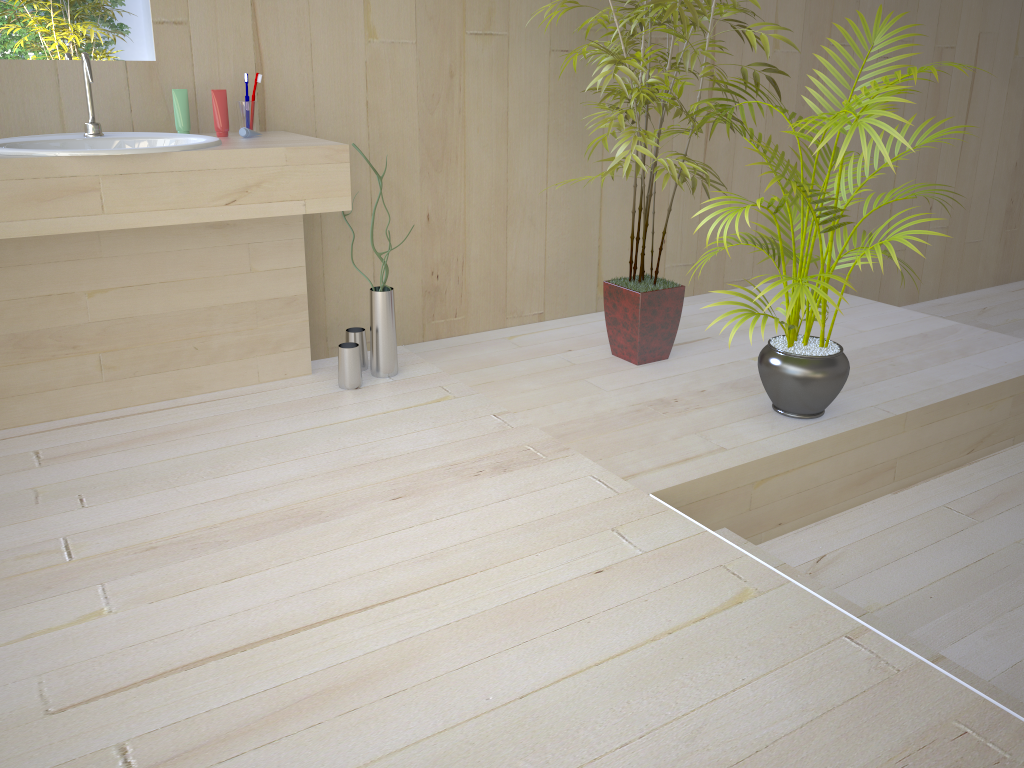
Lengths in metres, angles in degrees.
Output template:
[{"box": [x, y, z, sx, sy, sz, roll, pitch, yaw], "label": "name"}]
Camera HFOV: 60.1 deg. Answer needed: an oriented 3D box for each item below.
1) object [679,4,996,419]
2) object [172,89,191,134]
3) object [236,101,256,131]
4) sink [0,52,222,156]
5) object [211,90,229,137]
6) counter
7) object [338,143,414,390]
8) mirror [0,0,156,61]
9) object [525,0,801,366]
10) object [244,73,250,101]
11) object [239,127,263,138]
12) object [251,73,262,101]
[{"box": [0.873, -0.450, 2.434, 0.751, 1.137, 0.932, 1, 18, 1], "label": "object"}, {"box": [-0.951, -0.780, 2.550, 0.039, 0.132, 0.039, 3, 18, 8], "label": "object"}, {"box": [-0.788, -0.790, 2.634, 0.059, 0.098, 0.059, -7, 19, -21], "label": "object"}, {"box": [-1.037, -0.624, 2.249, 0.576, 0.412, 0.511, -10, 21, -28], "label": "sink"}, {"box": [-0.837, -0.777, 2.545, 0.039, 0.132, 0.039, 3, 18, 8], "label": "object"}, {"box": [-1.096, -0.243, 2.390, 1.211, 0.777, 0.557, -11, 22, -31], "label": "counter"}, {"box": [-0.536, -0.393, 2.868, 0.276, 0.736, 0.410, -16, 24, -42], "label": "object"}, {"box": [-1.303, -1.281, 2.264, 0.656, 0.854, 0.023, -11, 21, -31], "label": "mirror"}, {"box": [0.440, -0.936, 2.932, 0.935, 1.727, 0.800, -2, 18, -7], "label": "object"}, {"box": [-0.789, -0.835, 2.637, 0.012, 0.172, 0.054, -2, 18, -7], "label": "object"}, {"box": [-0.757, -0.729, 2.558, 0.032, 0.028, 0.106, 3, 20, 7], "label": "object"}, {"box": [-0.758, -0.829, 2.619, 0.050, 0.175, 0.012, 3, 17, 6], "label": "object"}]
